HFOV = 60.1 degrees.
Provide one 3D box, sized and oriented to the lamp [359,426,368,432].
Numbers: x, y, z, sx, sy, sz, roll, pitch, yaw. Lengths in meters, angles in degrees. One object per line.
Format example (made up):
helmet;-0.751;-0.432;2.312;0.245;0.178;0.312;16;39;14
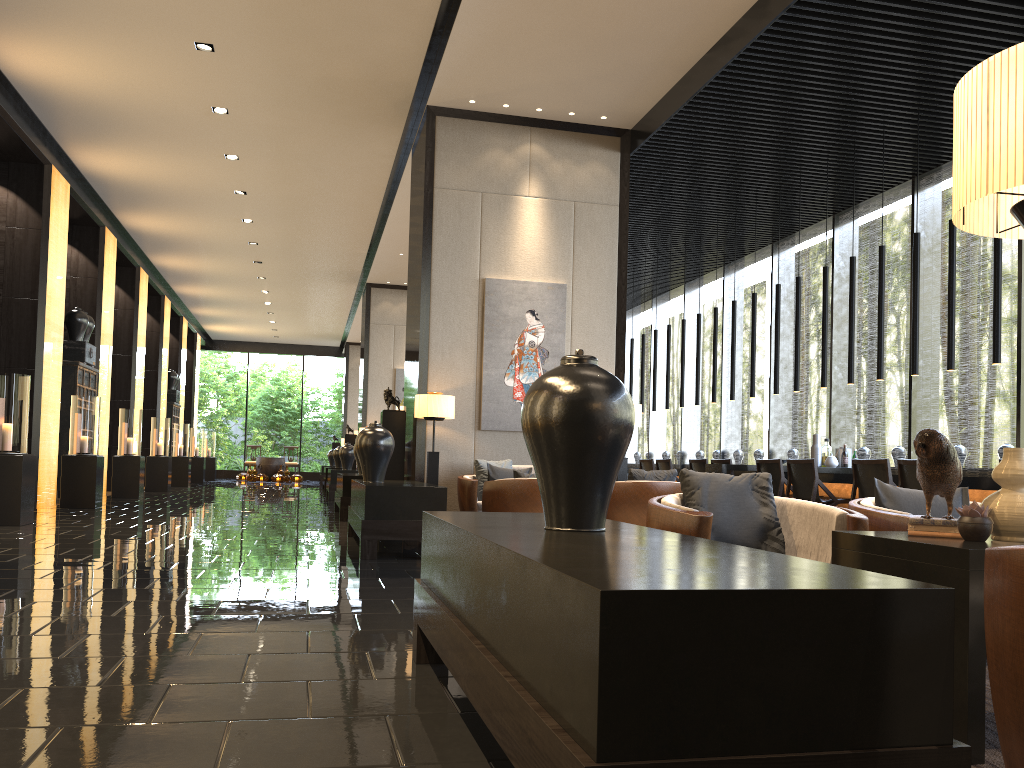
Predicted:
lamp;-2.760;1.492;16.986;0.375;1.348;0.376;1;-2;6

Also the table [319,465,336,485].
table;-5.021;2.537;24.623;0.620;0.511;1.965;3;-5;-13

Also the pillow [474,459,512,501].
pillow;-0.158;0.913;8.441;0.433;0.399;0.201;4;-4;-35

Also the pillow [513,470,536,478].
pillow;0.216;0.783;6.540;0.441;0.337;0.205;2;-3;-6

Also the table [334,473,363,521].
table;-1.837;1.374;10.916;0.620;0.511;1.965;3;-5;-13

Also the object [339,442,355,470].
object;-2.952;1.294;15.893;0.311;0.491;0.312;1;-3;6

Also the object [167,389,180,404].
object;-8.131;0.309;21.129;0.365;0.314;0.607;2;-5;-13

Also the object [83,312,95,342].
object;-6.173;-0.810;12.722;0.312;0.491;0.312;3;-3;-32

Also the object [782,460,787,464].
object;2.767;0.821;9.206;0.227;0.067;0.228;3;-5;-10

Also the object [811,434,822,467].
object;3.208;0.702;9.330;0.113;0.344;0.113;2;-2;-18

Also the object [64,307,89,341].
object;-6.097;-0.837;12.398;0.311;0.491;0.312;-1;-4;43

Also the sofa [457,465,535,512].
sofa;0.183;1.121;8.413;1.449;0.692;0.604;3;-3;-13

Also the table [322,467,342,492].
table;-3.864;2.115;19.641;0.620;0.511;1.965;3;-5;-13

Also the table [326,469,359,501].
table;-2.989;1.795;15.875;0.620;0.511;1.965;3;-5;-13

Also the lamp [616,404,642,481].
lamp;1.073;0.844;8.713;0.375;1.348;0.376;1;-2;17

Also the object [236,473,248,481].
object;-8.001;2.758;26.365;0.369;0.228;0.371;1;-4;5

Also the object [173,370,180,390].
object;-8.168;-0.081;21.310;0.312;0.491;0.312;3;-3;-32

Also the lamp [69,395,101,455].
lamp;-5.362;0.519;11.117;0.337;0.728;0.337;2;-2;-8

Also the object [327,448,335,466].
object;-4.996;2.041;24.691;0.311;0.491;0.312;1;-3;6

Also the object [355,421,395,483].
object;-1.096;0.539;7.062;0.311;0.491;0.312;1;-3;6

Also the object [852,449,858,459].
object;3.583;0.779;9.252;0.056;0.197;0.056;2;-2;-11

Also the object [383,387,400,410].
object;-1.237;0.155;9.115;0.176;0.245;0.116;2;-3;-13

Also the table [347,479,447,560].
table;-0.962;1.054;7.150;0.620;0.511;1.965;3;-5;-13

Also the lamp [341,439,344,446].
lamp;-4.794;2.236;25.744;0.375;1.348;0.376;1;-2;17

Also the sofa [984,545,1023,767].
sofa;1.709;0.556;1.766;1.449;0.692;0.604;3;-3;-13

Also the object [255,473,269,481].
object;-7.328;2.737;25.924;0.369;0.228;0.371;1;-4;9

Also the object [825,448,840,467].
object;3.331;0.759;9.230;0.136;0.217;0.136;3;-3;-26

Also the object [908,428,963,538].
object;1.239;0.286;2.556;0.174;0.308;0.229;0;-3;33

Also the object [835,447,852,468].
object;3.516;0.779;9.391;0.169;0.219;0.169;3;-3;-18

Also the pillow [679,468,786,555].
pillow;0.850;0.514;3.455;0.399;0.361;0.222;2;-3;-12

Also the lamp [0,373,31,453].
lamp;-4.698;0.276;8.257;0.337;0.728;0.337;4;-3;-40

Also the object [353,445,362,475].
object;-1.816;0.879;11.003;0.312;0.491;0.312;3;-3;-32

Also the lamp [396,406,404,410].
lamp;-1.150;0.920;10.054;0.375;1.316;0.376;0;-2;31

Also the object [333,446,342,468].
object;-3.824;1.613;19.645;0.311;0.491;0.312;1;-3;6

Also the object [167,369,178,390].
object;-8.093;-0.109;20.986;0.312;0.491;0.312;4;-4;-39

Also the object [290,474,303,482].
object;-6.495;2.831;26.695;0.370;0.228;0.370;5;-6;-40

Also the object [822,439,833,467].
object;3.342;0.732;9.406;0.129;0.305;0.129;3;-3;-27

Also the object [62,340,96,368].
object;-6.136;-0.419;12.541;0.365;0.314;0.607;2;-5;-13

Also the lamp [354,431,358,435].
lamp;-3.169;1.642;18.747;0.375;1.348;0.376;1;-2;6

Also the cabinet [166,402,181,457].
cabinet;-8.267;1.418;21.041;0.548;1.919;1.190;2;-3;-13

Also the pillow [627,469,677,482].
pillow;1.052;0.820;6.736;0.399;0.361;0.222;2;-3;-12

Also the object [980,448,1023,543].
object;1.389;0.306;2.446;0.174;0.257;0.175;1;-3;7

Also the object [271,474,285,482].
object;-6.880;2.759;26.033;0.370;0.228;0.371;2;-4;-10

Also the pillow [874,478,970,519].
pillow;1.686;0.560;3.650;0.441;0.337;0.205;2;-3;-6

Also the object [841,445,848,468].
object;3.483;0.758;9.270;0.067;0.237;0.067;2;-2;-19

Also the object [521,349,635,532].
object;0.178;0.151;2.420;0.312;0.491;0.312;3;-3;-24

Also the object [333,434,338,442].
object;-5.296;1.638;26.582;0.176;0.245;0.116;2;-2;-8

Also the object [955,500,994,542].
object;1.265;0.373;2.419;0.091;0.111;0.092;-1;-4;39

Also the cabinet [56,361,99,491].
cabinet;-6.272;0.689;12.453;0.548;1.919;1.190;2;-3;-13

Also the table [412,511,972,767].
table;0.179;0.637;2.238;0.620;0.511;1.965;3;-5;-13

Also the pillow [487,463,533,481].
pillow;-0.026;0.925;8.312;0.472;0.360;0.219;3;-3;-16

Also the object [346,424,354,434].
object;-3.271;0.910;17.847;0.162;0.217;0.102;3;-3;-25

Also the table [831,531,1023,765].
table;1.538;0.705;2.524;1.042;0.516;0.577;3;-4;-13

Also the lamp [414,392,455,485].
lamp;-0.740;0.756;8.293;0.375;1.345;0.375;0;-3;38
